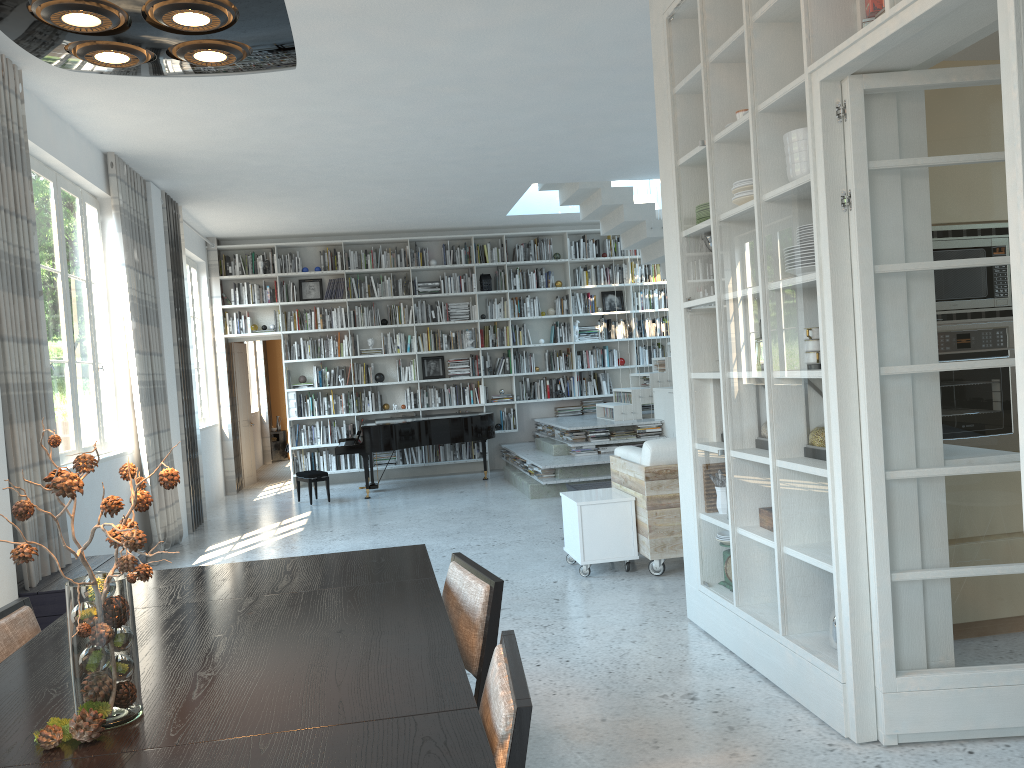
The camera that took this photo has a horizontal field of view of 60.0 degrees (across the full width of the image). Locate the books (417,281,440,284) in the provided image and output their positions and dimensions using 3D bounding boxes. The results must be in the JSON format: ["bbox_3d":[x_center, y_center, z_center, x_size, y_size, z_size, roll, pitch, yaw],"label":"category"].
[{"bbox_3d":[-1.104,-1.334,11.710,0.285,0.024,0.159,-4,1,-9],"label":"books"}]

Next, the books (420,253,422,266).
[{"bbox_3d":[-1.202,-1.623,11.680,0.023,0.195,0.172,-4,2,-9],"label":"books"}]

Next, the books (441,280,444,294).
[{"bbox_3d":[-0.926,-1.271,11.722,0.025,0.187,0.193,-4,1,-9],"label":"books"}]

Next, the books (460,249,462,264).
[{"bbox_3d":[-0.682,-1.671,11.753,0.012,0.217,0.179,-4,2,-9],"label":"books"}]

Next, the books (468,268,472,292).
[{"bbox_3d":[-0.558,-1.370,11.785,0.012,0.334,0.155,-4,2,-9],"label":"books"}]

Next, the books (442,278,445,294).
[{"bbox_3d":[-0.907,-1.290,11.754,0.024,0.223,0.128,-4,2,-9],"label":"books"}]

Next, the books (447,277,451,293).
[{"bbox_3d":[-0.835,-1.291,11.737,0.027,0.216,0.190,-4,2,-9],"label":"books"}]

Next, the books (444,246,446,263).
[{"bbox_3d":[-0.890,-1.681,11.735,0.011,0.267,0.129,-4,2,-9],"label":"books"}]

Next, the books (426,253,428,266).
[{"bbox_3d":[-1.121,-1.625,11.696,0.010,0.187,0.152,-4,2,-9],"label":"books"}]

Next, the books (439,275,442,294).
[{"bbox_3d":[-0.947,-1.302,11.722,0.012,0.254,0.161,-4,2,-9],"label":"books"}]

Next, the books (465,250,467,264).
[{"bbox_3d":[-0.623,-1.669,11.783,0.014,0.204,0.135,-4,2,-9],"label":"books"}]

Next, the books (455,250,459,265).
[{"bbox_3d":[-0.737,-1.660,11.744,0.033,0.203,0.166,-4,2,-9],"label":"books"}]

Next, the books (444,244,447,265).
[{"bbox_3d":[-0.879,-1.696,11.727,0.011,0.296,0.157,-4,2,-9],"label":"books"}]

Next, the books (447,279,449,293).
[{"bbox_3d":[-0.856,-1.284,11.749,0.011,0.204,0.133,-4,2,-9],"label":"books"}]

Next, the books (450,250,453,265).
[{"bbox_3d":[-0.806,-1.659,11.734,0.050,0.211,0.172,-4,2,-9],"label":"books"}]

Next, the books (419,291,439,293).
[{"bbox_3d":[-1.095,-1.207,11.702,0.254,0.012,0.161,-4,1,-4],"label":"books"}]

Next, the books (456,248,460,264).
[{"bbox_3d":[-0.711,-1.679,11.752,0.023,0.236,0.154,-4,2,-9],"label":"books"}]

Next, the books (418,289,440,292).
[{"bbox_3d":[-1.098,-1.232,11.706,0.285,0.012,0.159,-4,1,-12],"label":"books"}]

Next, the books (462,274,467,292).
[{"bbox_3d":[-0.632,-1.322,11.763,0.032,0.248,0.173,-4,2,-9],"label":"books"}]

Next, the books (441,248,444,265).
[{"bbox_3d":[-0.914,-1.669,11.732,0.012,0.245,0.151,-4,2,-9],"label":"books"}]

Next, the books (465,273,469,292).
[{"bbox_3d":[-0.605,-1.331,11.783,0.029,0.261,0.133,-4,2,-9],"label":"books"}]

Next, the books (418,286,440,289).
[{"bbox_3d":[-1.097,-1.261,11.700,0.285,0.024,0.159,-4,1,-4],"label":"books"}]

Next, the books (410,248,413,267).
[{"bbox_3d":[-1.319,-1.643,11.649,0.026,0.253,0.185,-4,2,-9],"label":"books"}]

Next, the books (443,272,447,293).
[{"bbox_3d":[-0.886,-1.322,11.715,0.011,0.284,0.190,-4,2,-9],"label":"books"}]

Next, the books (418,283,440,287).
[{"bbox_3d":[-1.102,-1.310,11.706,0.285,0.024,0.159,-4,1,-7],"label":"books"}]

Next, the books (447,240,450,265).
[{"bbox_3d":[-0.838,-1.717,11.723,0.010,0.331,0.186,-4,2,-9],"label":"books"}]

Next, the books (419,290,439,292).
[{"bbox_3d":[-1.097,-1.219,11.706,0.254,0.012,0.161,-4,1,-12],"label":"books"}]

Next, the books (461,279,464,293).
[{"bbox_3d":[-0.660,-1.290,11.760,0.029,0.188,0.176,-4,1,-9],"label":"books"}]

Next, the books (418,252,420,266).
[{"bbox_3d":[-1.232,-1.626,11.690,0.011,0.205,0.145,-4,2,-9],"label":"books"}]

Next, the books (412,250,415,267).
[{"bbox_3d":[-1.298,-1.633,11.672,0.023,0.228,0.157,-4,2,-9],"label":"books"}]

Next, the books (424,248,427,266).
[{"bbox_3d":[-1.141,-1.657,11.683,0.005,0.255,0.168,-4,2,-9],"label":"books"}]

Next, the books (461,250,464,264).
[{"bbox_3d":[-0.662,-1.665,11.739,0.023,0.202,0.193,-4,1,-9],"label":"books"}]

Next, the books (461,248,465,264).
[{"bbox_3d":[-0.645,-1.682,11.786,0.026,0.234,0.137,-4,2,-9],"label":"books"}]

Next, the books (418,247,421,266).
[{"bbox_3d":[-1.219,-1.656,11.664,0.011,0.265,0.163,-4,2,-9],"label":"books"}]

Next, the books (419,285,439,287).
[{"bbox_3d":[-1.099,-1.286,11.702,0.254,0.025,0.161,-4,1,-13],"label":"books"}]

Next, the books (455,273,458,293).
[{"bbox_3d":[-0.745,-1.325,11.753,0.023,0.269,0.184,-4,2,-9],"label":"books"}]

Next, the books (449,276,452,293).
[{"bbox_3d":[-0.819,-1.307,11.752,0.012,0.244,0.131,-4,2,-9],"label":"books"}]

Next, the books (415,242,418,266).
[{"bbox_3d":[-1.258,-1.692,11.678,0.014,0.341,0.145,-4,2,-9],"label":"books"}]

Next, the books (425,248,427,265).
[{"bbox_3d":[-1.135,-1.655,11.703,0.013,0.249,0.148,-4,2,-9],"label":"books"}]

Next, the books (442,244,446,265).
[{"bbox_3d":[-0.900,-1.693,11.716,0.014,0.292,0.176,-4,2,-9],"label":"books"}]

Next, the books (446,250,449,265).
[{"bbox_3d":[-0.857,-1.654,11.744,0.031,0.208,0.146,-4,2,-9],"label":"books"}]

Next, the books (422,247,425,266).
[{"bbox_3d":[-1.167,-1.660,11.685,0.013,0.264,0.147,-4,2,-9],"label":"books"}]

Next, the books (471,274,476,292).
[{"bbox_3d":[-0.510,-1.324,11.728,0.037,0.237,0.272,-4,1,-9],"label":"books"}]

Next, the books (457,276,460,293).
[{"bbox_3d":[-0.719,-1.303,11.749,0.023,0.223,0.190,-4,2,-9],"label":"books"}]

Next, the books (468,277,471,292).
[{"bbox_3d":[-0.572,-1.303,11.775,0.029,0.202,0.191,-4,1,-9],"label":"books"}]

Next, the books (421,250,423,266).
[{"bbox_3d":[-1.192,-1.643,11.701,0.006,0.233,0.136,-4,2,-9],"label":"books"}]

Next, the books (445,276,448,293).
[{"bbox_3d":[-0.871,-1.300,11.734,0.021,0.237,0.171,-4,2,-9],"label":"books"}]

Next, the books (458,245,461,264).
[{"bbox_3d":[-0.693,-1.697,11.740,0.010,0.270,0.180,-4,2,-9],"label":"books"}]

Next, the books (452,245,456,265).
[{"bbox_3d":[-0.772,-1.691,11.757,0.028,0.270,0.140,-4,2,-9],"label":"books"}]

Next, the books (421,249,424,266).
[{"bbox_3d":[-1.180,-1.651,11.690,0.014,0.248,0.139,-4,2,-9],"label":"books"}]

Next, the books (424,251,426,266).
[{"bbox_3d":[-1.151,-1.639,11.684,0.016,0.219,0.144,-4,2,-9],"label":"books"}]

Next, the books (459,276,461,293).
[{"bbox_3d":[-0.694,-1.309,11.765,0.010,0.230,0.152,-4,2,-9],"label":"books"}]

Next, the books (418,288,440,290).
[{"bbox_3d":[-1.099,-1.243,11.708,0.285,0.012,0.159,-4,1,-11],"label":"books"}]

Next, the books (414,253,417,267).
[{"bbox_3d":[-1.270,-1.618,11.664,0.026,0.194,0.166,-4,2,-9],"label":"books"}]

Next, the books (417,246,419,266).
[{"bbox_3d":[-1.243,-1.671,11.675,0.010,0.296,0.153,-4,2,-9],"label":"books"}]

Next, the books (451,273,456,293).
[{"bbox_3d":[-0.774,-1.325,11.769,0.029,0.273,0.140,-4,2,-9],"label":"books"}]

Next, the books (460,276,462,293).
[{"bbox_3d":[-0.682,-1.309,11.760,0.012,0.230,0.158,-4,2,-9],"label":"books"}]

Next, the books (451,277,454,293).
[{"bbox_3d":[-0.797,-1.296,11.746,0.028,0.219,0.183,-4,2,-9],"label":"books"}]

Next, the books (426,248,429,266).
[{"bbox_3d":[-1.112,-1.660,11.690,0.011,0.256,0.143,-4,2,-9],"label":"books"}]
